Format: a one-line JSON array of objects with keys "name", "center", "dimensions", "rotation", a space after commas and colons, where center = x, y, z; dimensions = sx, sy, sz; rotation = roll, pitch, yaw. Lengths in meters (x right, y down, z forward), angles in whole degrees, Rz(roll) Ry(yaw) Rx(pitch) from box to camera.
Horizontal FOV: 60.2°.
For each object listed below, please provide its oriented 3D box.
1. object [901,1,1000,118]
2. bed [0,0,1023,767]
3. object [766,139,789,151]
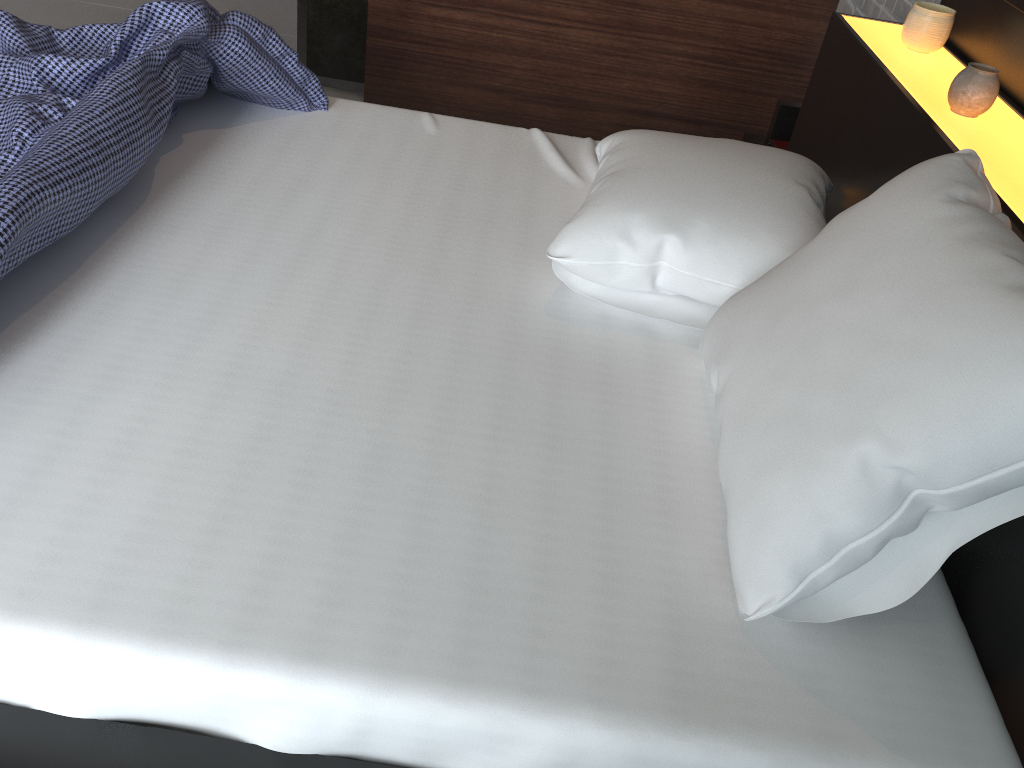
[{"name": "object", "center": [0.784, -0.589, 1.582], "dimensions": [0.088, 0.082, 0.466], "rotation": [12, 36, 3]}, {"name": "bed", "center": [-0.331, -0.668, 1.102], "dimensions": [2.607, 1.964, 2.663], "rotation": [9, 36, -1]}, {"name": "object", "center": [0.774, -0.565, 2.323], "dimensions": [0.184, 0.080, 0.204], "rotation": [6, 36, -5]}]
